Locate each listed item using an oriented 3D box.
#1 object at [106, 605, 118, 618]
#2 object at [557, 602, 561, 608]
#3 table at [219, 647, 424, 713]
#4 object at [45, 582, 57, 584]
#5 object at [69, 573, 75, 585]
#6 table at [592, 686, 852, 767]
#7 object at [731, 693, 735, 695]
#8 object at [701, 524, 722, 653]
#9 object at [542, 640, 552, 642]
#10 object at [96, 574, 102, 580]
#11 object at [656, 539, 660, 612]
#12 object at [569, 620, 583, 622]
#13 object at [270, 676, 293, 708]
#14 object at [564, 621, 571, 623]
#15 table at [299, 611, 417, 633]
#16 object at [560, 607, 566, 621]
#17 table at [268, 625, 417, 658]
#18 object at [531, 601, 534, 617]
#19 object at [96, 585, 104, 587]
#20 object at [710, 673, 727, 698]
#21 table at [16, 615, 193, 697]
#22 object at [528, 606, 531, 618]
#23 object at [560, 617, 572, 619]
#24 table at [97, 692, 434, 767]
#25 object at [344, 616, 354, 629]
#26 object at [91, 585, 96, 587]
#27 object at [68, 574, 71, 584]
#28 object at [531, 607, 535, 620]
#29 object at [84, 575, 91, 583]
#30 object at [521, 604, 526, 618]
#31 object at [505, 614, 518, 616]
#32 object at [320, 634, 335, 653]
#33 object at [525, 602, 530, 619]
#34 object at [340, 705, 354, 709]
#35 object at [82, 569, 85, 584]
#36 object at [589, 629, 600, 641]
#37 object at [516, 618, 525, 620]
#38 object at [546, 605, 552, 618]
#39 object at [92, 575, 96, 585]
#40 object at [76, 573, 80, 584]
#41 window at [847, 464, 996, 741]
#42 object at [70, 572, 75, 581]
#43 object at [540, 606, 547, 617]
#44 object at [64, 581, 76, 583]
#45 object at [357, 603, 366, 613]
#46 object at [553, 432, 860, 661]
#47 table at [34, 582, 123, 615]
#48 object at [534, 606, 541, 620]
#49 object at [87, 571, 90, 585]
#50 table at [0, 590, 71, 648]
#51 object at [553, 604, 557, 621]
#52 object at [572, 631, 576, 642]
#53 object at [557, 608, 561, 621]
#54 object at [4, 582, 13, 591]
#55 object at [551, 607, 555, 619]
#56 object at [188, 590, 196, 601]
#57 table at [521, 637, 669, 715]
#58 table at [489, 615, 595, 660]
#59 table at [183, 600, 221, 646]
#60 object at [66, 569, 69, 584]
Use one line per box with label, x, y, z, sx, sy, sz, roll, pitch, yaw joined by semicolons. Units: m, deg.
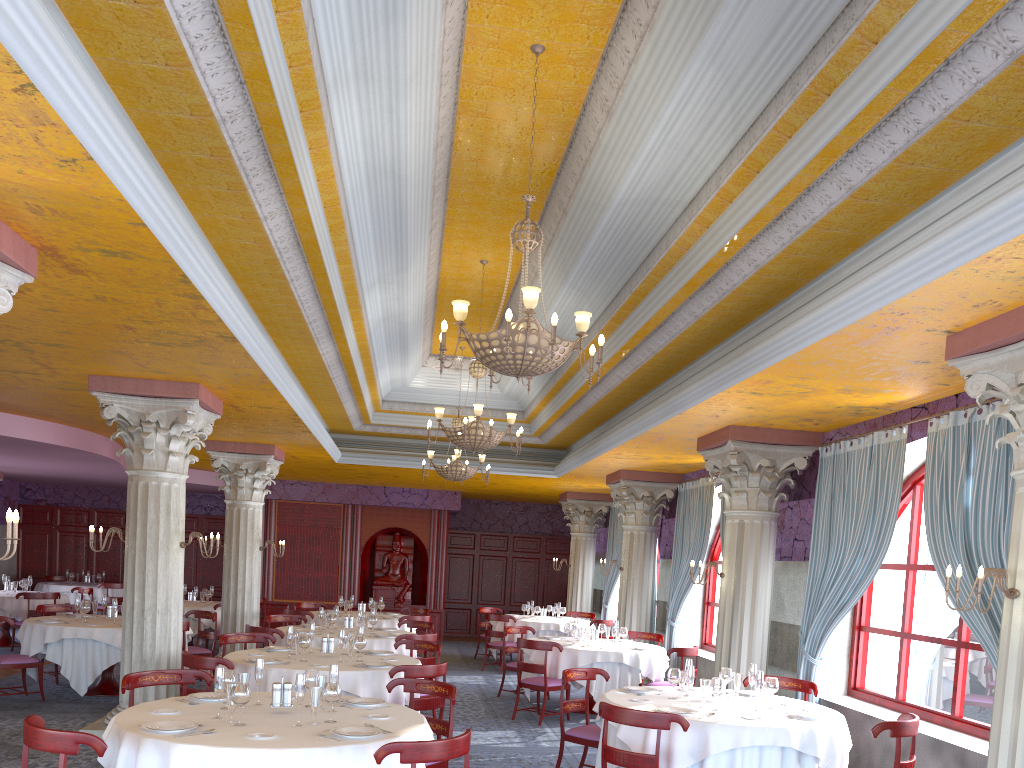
object;-5.382;3.043;11.531;0.145;0.213;0.071;4;1;-27
object;0.936;4.530;17.101;0.073;0.338;0.074;5;3;30
table;-1.954;3.312;8.865;2.082;0.954;2.121;4;-9;-6
object;-10.463;4.530;19.460;0.316;0.024;0.316;9;-13;-26
object;-10.116;4.477;19.680;0.121;0.266;0.123;4;1;30
table;1.733;3.189;7.269;2.082;0.954;2.121;4;-9;-6
object;2.077;2.860;7.921;0.022;0.003;0.258;-5;-14;36
object;3.473;2.732;12.291;0.160;2.543;3.607;3;-6;-6
object;0.485;3.622;12.050;0.159;0.009;0.161;5;-12;-6
object;-9.609;4.557;19.929;0.122;0.266;0.122;3;1;7
object;2.912;3.676;17.006;0.160;2.543;3.607;3;-6;-6
object;1.216;4.560;16.422;0.313;0.024;0.318;5;-12;-6
object;-1.538;2.059;5.728;0.145;0.213;0.071;4;1;-27
object;1.085;4.532;16.292;0.232;0.013;0.028;-6;-13;38
table;-2.707;4.577;15.185;2.082;0.954;2.121;4;-9;-6
object;0.996;4.498;16.755;0.122;0.266;0.122;3;1;7
table;-2.315;3.919;11.897;2.082;0.954;2.121;4;-9;-6
object;0.402;4.520;17.196;0.073;0.338;0.074;5;3;30
object;-9.389;4.619;19.596;0.316;0.024;0.316;9;-13;-26
object;1.770;2.573;7.313;0.145;0.213;0.071;4;1;-27
table;-5.419;3.659;11.488;2.082;0.954;2.121;4;-9;-6
object;0.326;4.543;17.093;0.086;0.239;0.085;2;2;-27
object;1.082;4.775;17.496;0.313;0.024;0.318;5;-12;-6
table;-1.576;2.675;5.684;2.082;0.954;2.121;4;-9;-6
object;-2.278;3.303;11.941;0.145;0.213;0.071;4;1;-27
object;-9.519;4.591;19.466;0.232;0.013;0.028;-6;-13;38
object;-10.197;4.503;19.766;0.086;0.239;0.085;2;2;-27
object;0.408;4.444;16.591;0.086;0.239;0.085;2;2;-27
object;-9.984;4.566;20.142;0.145;0.213;0.071;4;1;-27
object;0.241;4.508;17.011;0.122;0.266;0.122;3;1;7
object;0.008;4.686;17.359;0.313;0.024;0.318;5;-12;-6
object;-1.917;2.696;8.909;0.145;0.213;0.071;4;1;-27
object;0.305;4.404;16.661;0.073;0.338;0.074;5;3;30
object;-1.173;2.292;6.079;0.139;0.011;0.030;-7;-14;40
object;-10.203;4.579;20.370;0.074;0.338;0.073;2;3;-15
object;1.185;3.557;12.227;0.145;0.213;0.071;4;1;-27
object;0.141;4.471;16.285;0.313;0.024;0.318;5;-12;-6
object;0.748;4.588;17.261;0.123;0.266;0.121;3;1;-15
object;-9.695;4.549;19.849;0.086;0.239;0.085;2;2;-27
object;-10.279;4.602;20.267;0.086;0.239;0.085;2;2;-27
window;4.035;1.787;7.572;0.160;2.543;3.607;3;-6;-6
object;-10.363;4.567;20.186;0.121;0.266;0.123;4;1;30
object;0.621;4.507;16.968;0.145;0.213;0.071;4;1;-27
object;-10.596;4.745;20.533;0.316;0.024;0.316;9;-13;-26
object;-2.669;3.961;15.229;0.145;0.213;0.071;4;1;-27
object;3.092;2.392;9.539;2.096;3.576;29.573;3;-11;-6
table;-10.021;5.182;20.098;2.082;0.954;2.121;4;-9;-6
object;0.489;4.418;16.506;0.123;0.266;0.121;3;1;-38
object;-9.765;4.473;19.740;0.074;0.338;0.073;2;3;-15
table;-9.273;4.309;15.677;2.082;0.954;2.121;4;-9;-6
object;0.840;4.414;16.566;0.073;0.338;0.074;5;3;30
object;0.890;3.594;12.352;0.086;0.239;0.085;3;2;-4
object;0.910;4.490;16.675;0.086;0.239;0.085;2;2;-27
object;-9.235;3.693;15.721;0.145;0.213;0.071;4;1;-27
object;0.828;4.589;17.177;0.085;0.239;0.085;4;2;18
object;-8.390;3.477;16.818;5.647;1.203;0.352;-1;1;21
table;1.148;4.173;12.183;2.082;0.954;2.121;4;-9;-6
table;0.583;5.123;16.924;2.082;0.954;2.121;4;-9;-6
table;-5.922;4.505;15.713;2.082;0.954;2.121;4;-9;-6
object;-10.300;4.463;19.835;0.074;0.338;0.073;2;3;-15
